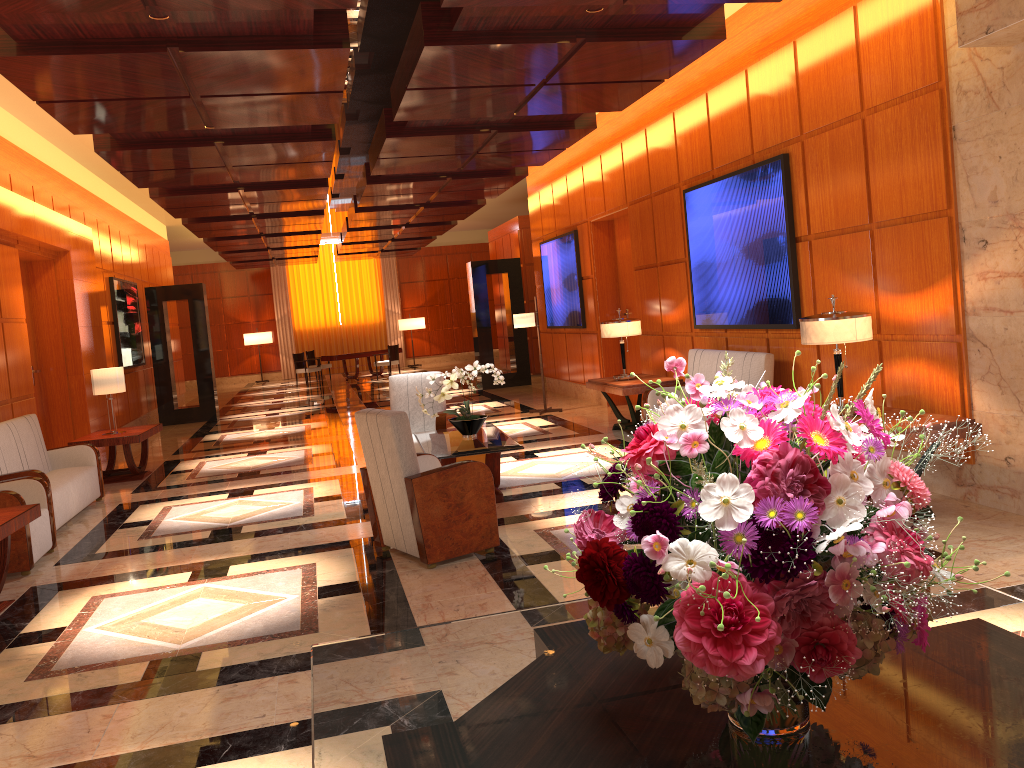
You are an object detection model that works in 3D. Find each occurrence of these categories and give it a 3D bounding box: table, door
[{"bbox_3d":[-0.373,0.697,7.252,0.723,0.495,1.562,-6,5,-10],"label":"table"},{"bbox_3d":[1.385,0.249,9.942,0.726,0.605,1.272,-6,4,-12],"label":"table"},{"bbox_3d":[2.335,0.509,5.830,0.726,0.605,1.272,-6,4,-12],"label":"table"},{"bbox_3d":[1.578,-0.962,11.891,0.341,2.646,1.539,-6,3,-13],"label":"door"},{"bbox_3d":[-5.541,-0.163,10.243,0.341,2.646,1.501,-6,3,-13],"label":"door"},{"bbox_3d":[-4.443,0.813,10.053,0.725,0.533,1.169,-6,4,-10],"label":"table"},{"bbox_3d":[-3.948,-0.491,23.558,2.113,0.740,0.783,-9,5,-42],"label":"table"},{"bbox_3d":[0.499,0.967,1.576,1.601,0.743,1.603,-6,5,-13],"label":"table"},{"bbox_3d":[-3.315,1.121,5.173,0.725,0.533,1.169,-6,4,-10],"label":"table"}]

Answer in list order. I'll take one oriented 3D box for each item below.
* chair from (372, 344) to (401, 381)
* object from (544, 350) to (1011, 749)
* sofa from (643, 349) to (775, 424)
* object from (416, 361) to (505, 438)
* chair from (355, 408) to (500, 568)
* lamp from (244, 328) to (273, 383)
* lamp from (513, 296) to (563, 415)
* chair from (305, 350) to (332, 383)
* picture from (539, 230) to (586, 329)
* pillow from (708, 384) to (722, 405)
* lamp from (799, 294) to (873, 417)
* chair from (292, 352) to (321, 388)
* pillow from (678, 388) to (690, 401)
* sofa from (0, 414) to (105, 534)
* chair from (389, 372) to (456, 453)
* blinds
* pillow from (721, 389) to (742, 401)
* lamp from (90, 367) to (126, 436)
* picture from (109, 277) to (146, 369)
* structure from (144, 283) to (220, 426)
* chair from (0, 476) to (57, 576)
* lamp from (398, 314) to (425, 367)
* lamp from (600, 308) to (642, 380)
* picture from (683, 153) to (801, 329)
[{"bbox_3d":[-3.186,-0.567,22.887,0.576,0.892,0.586,-3,4,30],"label":"chair"},{"bbox_3d":[0.429,0.268,1.562,0.651,0.657,0.680,-7,4,-22],"label":"object"},{"bbox_3d":[1.818,0.175,8.285,0.613,0.930,1.801,-6,4,-12],"label":"sofa"},{"bbox_3d":[-0.397,0.131,7.355,0.790,0.616,0.417,-8,4,-35],"label":"object"},{"bbox_3d":[-0.569,0.604,5.674,0.630,0.959,0.737,-7,4,-34],"label":"chair"},{"bbox_3d":[-7.584,-0.865,26.656,0.810,1.658,0.813,-4,3,27],"label":"lamp"},{"bbox_3d":[0.330,-0.404,12.546,0.527,1.658,0.360,-6,3,-23],"label":"lamp"},{"bbox_3d":[-5.325,-0.491,24.322,0.576,0.892,0.586,-4,3,15],"label":"chair"},{"bbox_3d":[0.778,-1.602,14.016,0.056,1.449,1.999,-6,4,-13],"label":"picture"},{"bbox_3d":[1.877,0.128,8.317,0.160,0.252,0.358,-6,4,-16],"label":"pillow"},{"bbox_3d":[2.173,-0.195,5.915,0.458,0.808,0.459,-5,3,-4],"label":"lamp"},{"bbox_3d":[-5.363,-0.381,23.065,0.576,0.892,0.586,-4,4,25],"label":"chair"},{"bbox_3d":[1.753,0.113,8.735,0.195,0.226,0.345,-6,4,-8],"label":"pillow"},{"bbox_3d":[-4.174,0.767,7.845,0.613,0.930,1.801,-6,4,-12],"label":"sofa"},{"bbox_3d":[-0.951,0.388,8.645,0.737,0.959,0.630,-5,3,6],"label":"chair"},{"bbox_3d":[-5.445,-2.371,27.765,3.856,4.057,0.149,-6,3,-13],"label":"blinds"},{"bbox_3d":[1.946,0.174,7.874,0.202,0.229,0.274,-6,4,-10],"label":"pillow"},{"bbox_3d":[0.596,0.040,6.132,12.985,0.733,0.336,-2,4,37],"label":"lamp"},{"bbox_3d":[-6.378,-1.001,14.742,0.056,1.449,1.999,-6,4,-13],"label":"picture"},{"bbox_3d":[-5.995,-0.544,16.144,0.986,2.493,0.500,-6,3,-13],"label":"structure"},{"bbox_3d":[-3.701,0.842,6.295,0.629,0.959,0.738,-6,3,-14],"label":"chair"},{"bbox_3d":[-3.079,-1.369,27.686,0.810,1.658,0.813,-4,3,27],"label":"lamp"},{"bbox_3d":[1.237,-0.458,9.961,0.458,0.792,0.460,-3,4,39],"label":"lamp"},{"bbox_3d":[2.098,-1.241,8.307,0.056,1.449,1.999,-6,4,-13],"label":"picture"}]
